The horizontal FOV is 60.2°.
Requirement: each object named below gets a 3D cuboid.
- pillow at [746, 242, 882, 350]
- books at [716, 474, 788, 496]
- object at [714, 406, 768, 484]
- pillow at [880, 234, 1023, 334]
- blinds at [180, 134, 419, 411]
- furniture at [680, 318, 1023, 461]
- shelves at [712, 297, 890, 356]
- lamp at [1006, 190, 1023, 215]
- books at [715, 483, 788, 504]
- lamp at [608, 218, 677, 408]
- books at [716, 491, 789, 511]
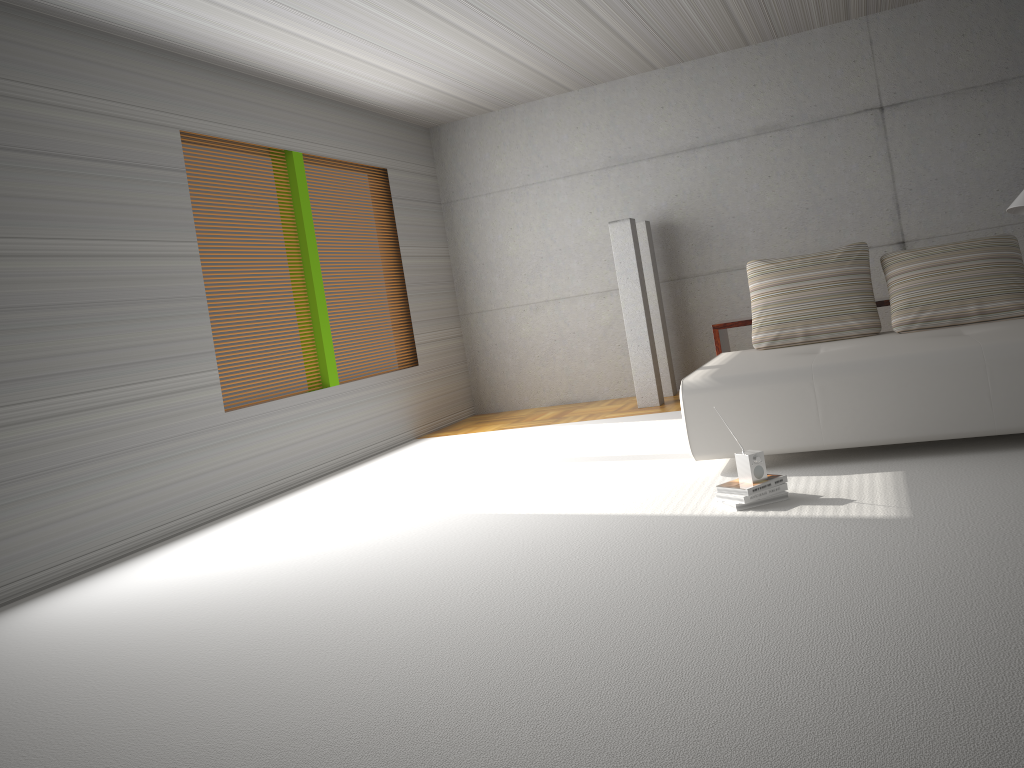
[{"bbox_3d":[1.973,-0.577,5.841,0.797,0.609,0.493,-8,2,22],"label":"pillow"},{"bbox_3d":[1.086,0.453,4.006,0.266,0.032,0.188,-12,5,-33],"label":"books"},{"bbox_3d":[1.021,0.265,3.975,0.186,0.366,0.089,-10,0,-27],"label":"object"},{"bbox_3d":[2.745,-0.622,5.473,0.803,0.517,0.581,-8,3,23],"label":"pillow"},{"bbox_3d":[-1.679,-0.868,7.180,0.012,2.043,3.554,-9,3,23],"label":"blinds"},{"bbox_3d":[2.193,0.010,5.040,2.160,0.521,1.623,-7,4,22],"label":"furniture"},{"bbox_3d":[2.559,-0.220,5.957,2.241,0.715,0.402,-8,2,22],"label":"shelves"},{"bbox_3d":[3.340,-1.035,5.625,0.323,0.700,0.245,-9,0,4],"label":"lamp"},{"bbox_3d":[1.084,0.486,4.007,0.266,0.032,0.188,-12,5,-28],"label":"books"},{"bbox_3d":[1.232,-0.680,8.239,0.199,1.691,0.802,-9,1,23],"label":"lamp"},{"bbox_3d":[1.089,0.518,4.007,0.265,0.032,0.189,-10,4,-13],"label":"books"}]
